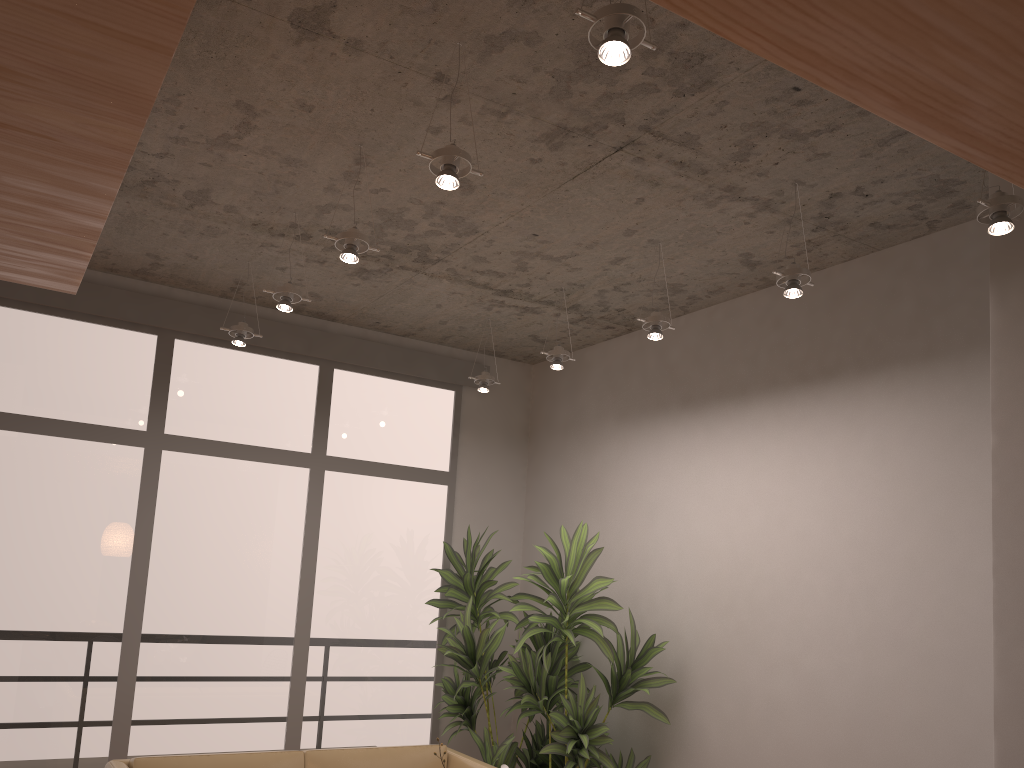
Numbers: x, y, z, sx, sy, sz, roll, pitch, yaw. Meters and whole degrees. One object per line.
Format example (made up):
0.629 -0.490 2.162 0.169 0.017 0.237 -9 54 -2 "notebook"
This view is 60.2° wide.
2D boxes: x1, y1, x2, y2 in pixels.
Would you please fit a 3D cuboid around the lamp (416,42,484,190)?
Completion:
-0.179 -0.840 2.735 0.134 0.476 0.201 0 -9 26 "lamp"

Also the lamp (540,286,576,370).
0.266 -0.318 4.909 0.134 0.476 0.201 0 -9 26 "lamp"

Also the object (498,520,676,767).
0.345 1.849 5.042 0.967 2.077 1.094 6 -9 -17 "object"

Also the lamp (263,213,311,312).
-1.036 -0.577 4.134 0.134 0.476 0.201 0 -9 26 "lamp"

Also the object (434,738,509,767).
-0.160 1.577 3.132 0.299 0.582 0.374 10 -11 -36 "object"

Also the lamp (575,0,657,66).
0.249 -0.972 2.036 0.134 0.476 0.201 0 -9 26 "lamp"

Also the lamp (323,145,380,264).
-0.608 -0.709 3.434 0.134 0.476 0.201 0 -9 26 "lamp"

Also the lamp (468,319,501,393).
-0.163 -0.186 5.608 0.134 0.476 0.201 0 -9 26 "lamp"

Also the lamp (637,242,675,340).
0.694 -0.450 4.209 0.134 0.476 0.201 0 -9 26 "lamp"

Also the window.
-3.917 0.752 4.142 8.593 3.236 0.063 11 -10 -30 "window"

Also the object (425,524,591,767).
-0.021 1.956 5.611 1.080 2.077 0.979 6 -9 -13 "object"

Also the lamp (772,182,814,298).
1.123 -0.581 3.510 0.134 0.476 0.201 0 -9 26 "lamp"

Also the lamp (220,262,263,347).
-1.465 -0.445 4.833 0.134 0.476 0.201 0 -9 26 "lamp"

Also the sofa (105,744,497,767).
-0.934 2.202 4.154 1.808 0.826 0.889 11 -12 -30 "sofa"
